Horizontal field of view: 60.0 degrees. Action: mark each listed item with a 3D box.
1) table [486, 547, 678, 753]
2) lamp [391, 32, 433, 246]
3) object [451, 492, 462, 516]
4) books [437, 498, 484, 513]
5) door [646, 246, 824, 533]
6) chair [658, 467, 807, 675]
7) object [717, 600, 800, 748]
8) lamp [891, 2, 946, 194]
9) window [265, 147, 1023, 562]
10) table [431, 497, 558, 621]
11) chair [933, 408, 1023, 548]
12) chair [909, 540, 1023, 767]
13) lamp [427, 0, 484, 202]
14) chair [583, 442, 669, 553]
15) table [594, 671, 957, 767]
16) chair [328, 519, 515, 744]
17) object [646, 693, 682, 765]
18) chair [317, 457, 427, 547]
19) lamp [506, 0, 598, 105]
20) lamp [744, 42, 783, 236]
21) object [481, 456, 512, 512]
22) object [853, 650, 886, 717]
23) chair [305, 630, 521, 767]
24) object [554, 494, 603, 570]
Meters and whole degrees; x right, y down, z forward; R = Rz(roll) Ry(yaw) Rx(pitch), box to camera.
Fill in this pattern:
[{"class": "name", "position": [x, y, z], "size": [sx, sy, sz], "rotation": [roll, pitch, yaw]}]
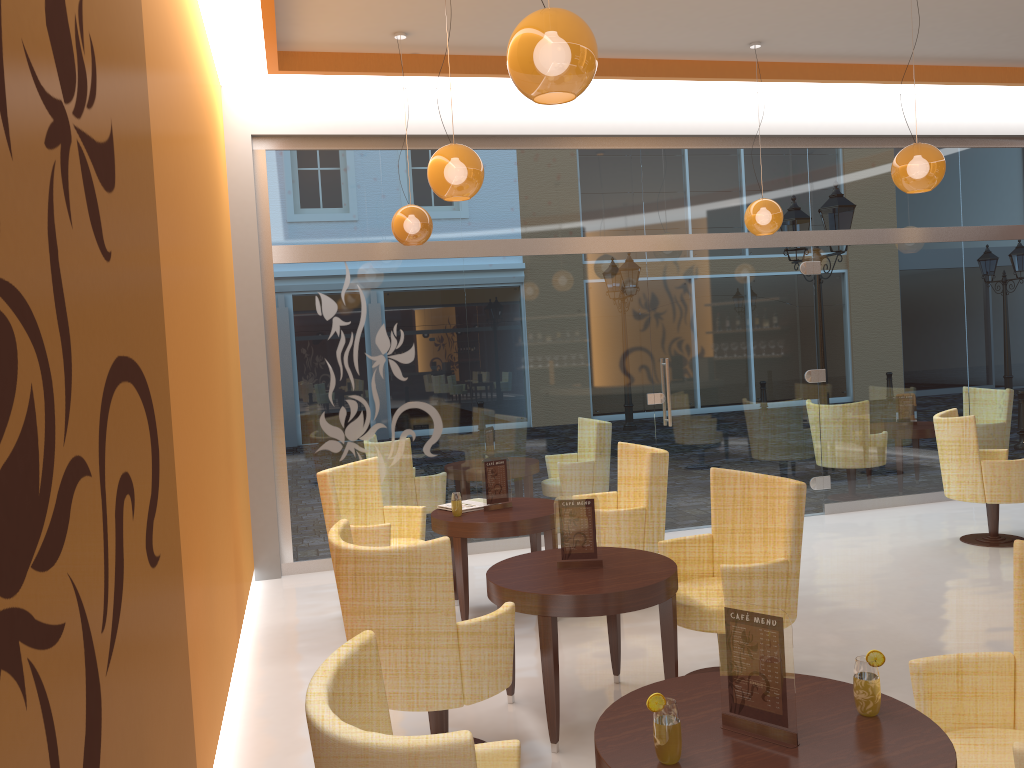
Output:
[{"class": "table", "position": [0.335, 1.183, 4.078], "size": [0.872, 0.679, 0.874], "rotation": [-2, 2, 23]}, {"class": "lamp", "position": [-0.755, -1.752, 6.360], "size": [0.299, 1.500, 0.299], "rotation": [-4, 2, -14]}, {"class": "object", "position": [-0.347, 0.756, 5.565], "size": [0.067, 0.148, 0.067], "rotation": [-3, 2, 11]}, {"class": "books", "position": [-0.277, 0.801, 5.860], "size": [0.339, 0.028, 0.273], "rotation": [-5, 3, -39]}, {"class": "door", "position": [2.048, 0.027, 8.055], "size": [1.640, 2.499, 0.020], "rotation": [-4, 2, -14]}, {"class": "chair", "position": [1.077, 0.961, 4.331], "size": [0.685, 1.017, 0.729], "rotation": [-4, 2, -17]}, {"class": "object", "position": [0.870, 0.741, 1.330], "size": [0.187, 0.335, 2.090], "rotation": [-4, 2, -17]}, {"class": "lamp", "position": [2.386, -1.897, 5.267], "size": [0.299, 1.500, 0.299], "rotation": [-3, 2, -3]}, {"class": "window", "position": [2.019, -0.471, 8.037], "size": [8.200, 3.380, 0.040], "rotation": [-4, 2, -14]}, {"class": "table", "position": [-0.069, 1.147, 5.741], "size": [0.872, 0.679, 0.874], "rotation": [-2, 2, 33]}, {"class": "chair", "position": [3.679, 0.716, 6.906], "size": [0.685, 1.017, 0.729], "rotation": [-3, 2, 18]}, {"class": "chair", "position": [1.455, 1.007, 2.413], "size": [0.685, 1.017, 0.729], "rotation": [-3, 2, 3]}, {"class": "lamp", "position": [-0.330, -1.715, 4.612], "size": [0.299, 1.500, 0.299], "rotation": [-4, 2, -14]}, {"class": "chair", "position": [0.708, 0.928, 5.847], "size": [0.685, 1.017, 0.729], "rotation": [-4, 2, -10]}, {"class": "table", "position": [0.666, 1.228, 2.274], "size": [0.872, 0.679, 0.874], "rotation": [-3, 2, 18]}, {"class": "chair", "position": [-0.363, 1.070, 3.642], "size": [0.729, 1.017, 0.685], "rotation": [-1, 3, 44]}, {"class": "object", "position": [0.372, 0.824, 2.131], "size": [0.067, 0.171, 0.072], "rotation": [-2, 2, 34]}, {"class": "chair", "position": [-0.888, 1.023, 5.803], "size": [0.685, 1.017, 0.729], "rotation": [-3, 2, 18]}, {"class": "lamp", "position": [0.095, -1.677, 2.863], "size": [0.299, 1.500, 0.299], "rotation": [-3, 2, 12]}, {"class": "lamp", "position": [1.961, -1.935, 7.016], "size": [0.299, 1.500, 0.299], "rotation": [-5, 3, -39]}, {"class": "object", "position": [-0.099, 0.641, 5.723], "size": [0.209, 0.335, 0.042], "rotation": [-5, 2, -31]}, {"class": "object", "position": [0.935, 0.784, 2.334], "size": [0.072, 0.171, 0.067], "rotation": [-5, 2, -31]}, {"class": "chair", "position": [-0.075, 1.113, 1.956], "size": [0.685, 1.017, 0.729], "rotation": [-4, 2, -25]}, {"class": "object", "position": [0.303, 0.677, 4.069], "size": [0.209, 0.335, 0.042], "rotation": [-3, 2, 4]}]
